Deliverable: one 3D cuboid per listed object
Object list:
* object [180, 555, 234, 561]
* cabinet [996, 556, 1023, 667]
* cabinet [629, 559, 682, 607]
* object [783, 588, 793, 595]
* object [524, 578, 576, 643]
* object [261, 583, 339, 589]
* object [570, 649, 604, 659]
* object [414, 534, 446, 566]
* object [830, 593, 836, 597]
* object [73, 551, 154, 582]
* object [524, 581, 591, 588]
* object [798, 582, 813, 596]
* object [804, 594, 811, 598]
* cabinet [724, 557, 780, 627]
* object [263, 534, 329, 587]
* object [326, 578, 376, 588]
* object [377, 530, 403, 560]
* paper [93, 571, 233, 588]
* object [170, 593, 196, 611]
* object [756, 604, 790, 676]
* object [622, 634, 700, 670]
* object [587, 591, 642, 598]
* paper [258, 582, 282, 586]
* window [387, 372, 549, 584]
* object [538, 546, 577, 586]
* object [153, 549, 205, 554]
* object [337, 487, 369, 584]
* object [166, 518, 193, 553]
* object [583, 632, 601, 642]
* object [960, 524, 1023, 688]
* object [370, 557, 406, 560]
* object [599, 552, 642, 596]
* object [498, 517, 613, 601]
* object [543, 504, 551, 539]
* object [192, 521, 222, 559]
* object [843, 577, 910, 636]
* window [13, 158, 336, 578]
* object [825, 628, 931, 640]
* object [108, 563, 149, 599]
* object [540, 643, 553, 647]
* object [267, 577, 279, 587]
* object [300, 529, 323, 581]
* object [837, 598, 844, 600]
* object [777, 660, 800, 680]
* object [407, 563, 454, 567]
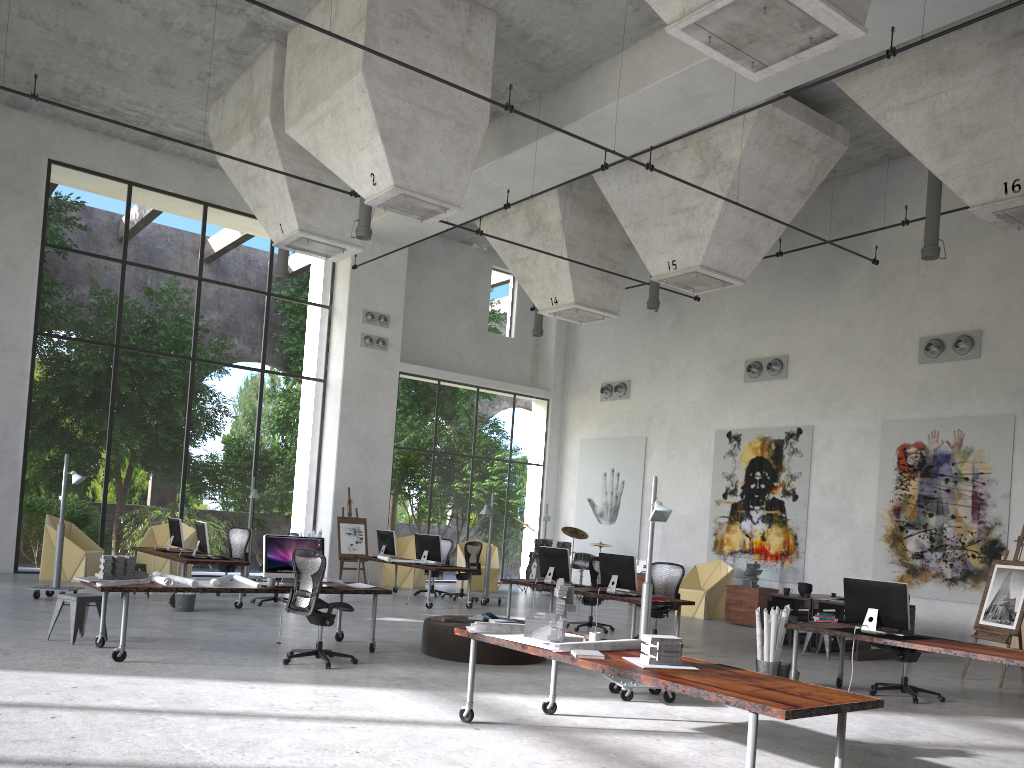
[{"bbox_3d":[-4.754,2.705,13.650,0.692,0.008,0.852,9,-10,-30],"label":"object"},{"bbox_3d":[8.452,3.286,11.964,0.515,1.621,3.321,5,-7,-37],"label":"cabinet"},{"bbox_3d":[3.022,4.248,18.573,0.749,1.008,0.735,7,-5,-37],"label":"cabinet"},{"bbox_3d":[4.243,3.199,13.530,0.129,0.109,0.102,-2,-7,44],"label":"object"},{"bbox_3d":[0.290,1.742,6.757,0.361,0.518,0.498,4,-5,-1],"label":"object"},{"bbox_3d":[-2.437,2.269,9.862,0.855,0.008,0.689,10,-11,-35],"label":"object"},{"bbox_3d":[0.518,1.864,6.059,0.200,0.023,0.238,5,-9,-6],"label":"object"},{"bbox_3d":[-1.486,3.055,16.179,0.714,0.550,0.380,-2,-7,45],"label":"object"},{"bbox_3d":[5.173,3.382,14.099,0.138,0.056,0.117,7,-8,-21],"label":"object"},{"bbox_3d":[-4.049,1.881,9.073,0.434,0.303,0.744,-2,-10,43],"label":"object"},{"bbox_3d":[0.682,3.033,13.276,0.693,0.008,0.851,10,-11,-35],"label":"object"},{"bbox_3d":[4.562,3.195,13.671,0.215,0.213,0.193,8,-6,-36],"label":"object"},{"bbox_3d":[4.499,3.216,13.350,0.116,0.056,0.139,-2,-10,38],"label":"object"},{"bbox_3d":[4.487,3.890,16.408,0.598,1.249,0.743,6,-4,-37],"label":"cabinet"},{"bbox_3d":[-2.418,1.988,9.870,0.720,0.550,0.377,8,-5,-35],"label":"object"},{"bbox_3d":[-1.891,2.317,10.247,0.473,0.085,0.437,10,-10,-33],"label":"object"},{"bbox_3d":[-2.422,3.185,17.418,0.380,0.550,0.716,7,-6,-35],"label":"object"},{"bbox_3d":[-3.456,2.048,9.175,0.891,0.103,1.953,4,-9,2],"label":"paper"},{"bbox_3d":[-4.742,3.119,12.684,0.297,0.297,0.397,9,-8,-43],"label":"object"},{"bbox_3d":[2.827,2.860,9.605,0.321,0.933,0.342,5,-2,-19],"label":"object"},{"bbox_3d":[1.002,1.792,5.911,0.390,0.181,0.420,6,-8,-11],"label":"object"},{"bbox_3d":[1.506,2.919,12.183,0.693,0.008,0.851,10,-11,-35],"label":"object"},{"bbox_3d":[-2.687,2.249,9.885,0.487,0.001,0.431,8,-10,-26],"label":"paper"},{"bbox_3d":[-1.006,2.482,21.666,4.598,4.869,0.020,8,-3,-37],"label":"window"},{"bbox_3d":[0.699,2.751,13.281,0.380,0.550,0.716,7,-6,-35],"label":"object"},{"bbox_3d":[-5.592,2.821,14.765,0.693,0.008,0.851,10,-11,-35],"label":"object"},{"bbox_3d":[-3.502,3.303,19.033,0.698,2.134,0.683,5,-2,-36],"label":"object"},{"bbox_3d":[-5.575,2.539,14.770,0.380,0.550,0.716,7,-6,-35],"label":"object"},{"bbox_3d":[0.605,1.915,6.597,0.123,0.099,0.088,5,-5,-8],"label":"object"},{"bbox_3d":[6.294,2.729,11.130,0.686,2.134,0.703,5,-2,-15],"label":"object"},{"bbox_3d":[-2.439,3.466,17.413,0.693,0.008,0.851,10,-11,-35],"label":"object"},{"bbox_3d":[1.523,2.637,12.188,0.380,0.550,0.716,7,-6,-35],"label":"object"},{"bbox_3d":[1.113,4.097,20.760,2.968,1.734,1.901,-1,-8,37],"label":"object"},{"bbox_3d":[0.815,4.113,22.269,0.579,2.143,0.598,4,-2,-2],"label":"object"},{"bbox_3d":[-4.737,2.423,13.656,0.379,0.549,0.717,6,-6,-30],"label":"object"},{"bbox_3d":[3.825,2.318,9.137,0.380,0.550,0.716,7,-6,-35],"label":"object"},{"bbox_3d":[-6.653,0.111,18.246,6.007,7.813,0.067,7,-3,-37],"label":"window"},{"bbox_3d":[3.808,2.600,9.132,0.693,0.008,0.851,10,-11,-35],"label":"object"},{"bbox_3d":[-6.059,3.104,13.901,0.456,0.529,0.480,1,-6,38],"label":"object"},{"bbox_3d":[0.308,1.910,6.418,0.134,0.008,0.204,8,-10,-24],"label":"object"},{"bbox_3d":[-2.584,2.147,9.498,0.123,0.099,0.088,5,-5,-8],"label":"object"},{"bbox_3d":[-4.376,3.720,19.023,0.439,1.204,0.415,3,-2,31],"label":"object"},{"bbox_3d":[5.055,3.276,13.382,0.236,0.019,0.234,12,-12,-41],"label":"object"},{"bbox_3d":[3.001,3.211,9.777,0.397,0.297,0.298,3,-5,7],"label":"object"},{"bbox_3d":[-1.503,3.337,16.174,0.849,0.008,0.695,-5,-13,44],"label":"object"}]
